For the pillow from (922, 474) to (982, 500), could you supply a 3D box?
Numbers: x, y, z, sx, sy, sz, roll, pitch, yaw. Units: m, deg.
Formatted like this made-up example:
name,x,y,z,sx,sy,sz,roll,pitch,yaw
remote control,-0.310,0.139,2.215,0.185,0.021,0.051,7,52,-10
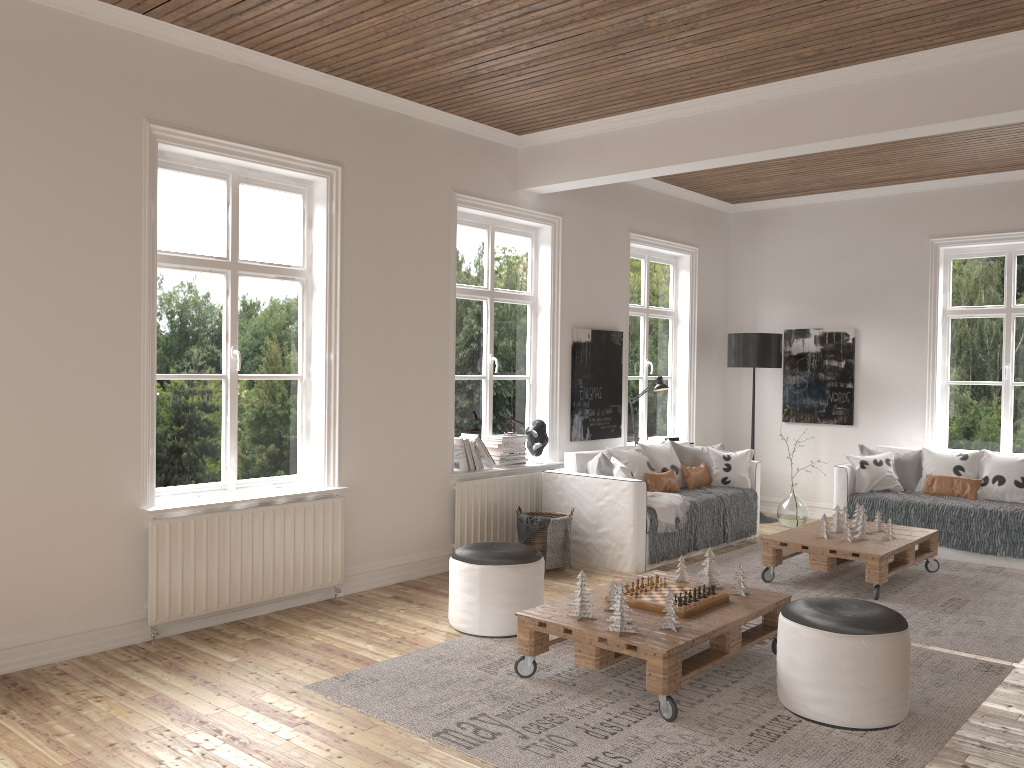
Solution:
name,x,y,z,sx,sy,sz,roll,pitch,yaw
pillow,3.451,0.816,6.967,0.420,0.179,0.127,2,1,43

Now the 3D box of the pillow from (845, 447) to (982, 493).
name,x,y,z,sx,sy,sz,roll,pitch,yaw
pillow,3.254,0.731,7.219,1.020,0.414,0.417,1,1,23

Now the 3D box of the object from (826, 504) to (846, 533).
name,x,y,z,sx,sy,sz,roll,pitch,yaw
object,2.240,0.923,6.111,0.112,0.193,0.106,0,1,-21

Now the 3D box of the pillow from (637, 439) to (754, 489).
name,x,y,z,sx,sy,sz,roll,pitch,yaw
pillow,1.518,0.695,7.418,1.081,0.450,0.403,0,1,-25

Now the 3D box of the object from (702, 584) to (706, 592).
name,x,y,z,sx,sy,sz,roll,pitch,yaw
object,0.925,0.982,4.265,0.017,0.037,0.017,0,1,-30

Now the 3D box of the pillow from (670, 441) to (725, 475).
name,x,y,z,sx,sy,sz,roll,pitch,yaw
pillow,1.582,0.702,7.609,0.546,0.437,0.292,1,1,-16

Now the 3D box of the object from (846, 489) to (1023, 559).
name,x,y,z,sx,sy,sz,roll,pitch,yaw
object,3.539,1.044,6.828,1.704,0.390,0.656,2,1,41

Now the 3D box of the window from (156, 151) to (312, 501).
name,x,y,z,sx,sy,sz,roll,pitch,yaw
window,-1.565,-0.292,5.002,0.120,1.872,1.055,2,1,41

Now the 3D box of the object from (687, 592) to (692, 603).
name,x,y,z,sx,sy,sz,roll,pitch,yaw
object,0.815,0.979,4.071,0.022,0.047,0.022,1,1,9

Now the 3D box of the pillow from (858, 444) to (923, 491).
name,x,y,z,sx,sy,sz,roll,pitch,yaw
pillow,3.163,0.726,7.407,0.541,0.431,0.282,1,1,15

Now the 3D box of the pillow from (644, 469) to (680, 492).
name,x,y,z,sx,sy,sz,roll,pitch,yaw
pillow,1.187,0.793,6.992,0.116,0.220,0.414,2,1,42

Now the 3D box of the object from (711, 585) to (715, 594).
name,x,y,z,sx,sy,sz,roll,pitch,yaw
object,0.960,0.981,4.238,0.019,0.040,0.019,1,1,-15

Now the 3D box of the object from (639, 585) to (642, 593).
name,x,y,z,sx,sy,sz,roll,pitch,yaw
object,0.616,0.978,4.243,0.017,0.037,0.017,0,1,-30

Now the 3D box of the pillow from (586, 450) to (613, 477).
name,x,y,z,sx,sy,sz,roll,pitch,yaw
pillow,0.698,0.704,6.638,0.282,0.431,0.541,1,1,15

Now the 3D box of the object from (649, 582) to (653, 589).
name,x,y,z,sx,sy,sz,roll,pitch,yaw
object,0.675,0.978,4.310,0.017,0.037,0.017,0,1,-30

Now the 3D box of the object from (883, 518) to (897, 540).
name,x,y,z,sx,sy,sz,roll,pitch,yaw
object,2.508,0.956,5.890,0.073,0.142,0.072,0,1,-42

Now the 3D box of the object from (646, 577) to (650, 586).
name,x,y,z,sx,sy,sz,roll,pitch,yaw
object,0.671,0.972,4.373,0.022,0.047,0.022,1,1,-17

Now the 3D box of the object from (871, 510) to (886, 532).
name,x,y,z,sx,sy,sz,roll,pitch,yaw
object,2.546,0.950,6.164,0.075,0.147,0.075,1,1,-17

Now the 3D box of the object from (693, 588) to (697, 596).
name,x,y,z,sx,sy,sz,roll,pitch,yaw
object,0.866,0.982,4.197,0.017,0.037,0.017,0,1,-30

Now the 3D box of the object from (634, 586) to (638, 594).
name,x,y,z,sx,sy,sz,roll,pitch,yaw
object,0.590,0.979,4.211,0.017,0.037,0.017,0,1,-30

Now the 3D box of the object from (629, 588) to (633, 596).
name,x,y,z,sx,sy,sz,roll,pitch,yaw
object,0.560,0.979,4.176,0.017,0.037,0.017,0,1,-30

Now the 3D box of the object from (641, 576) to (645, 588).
name,x,y,z,sx,sy,sz,roll,pitch,yaw
object,0.638,0.968,4.338,0.025,0.055,0.025,1,1,-17

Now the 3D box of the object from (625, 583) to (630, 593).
name,x,y,z,sx,sy,sz,roll,pitch,yaw
object,0.553,0.974,4.238,0.026,0.044,0.026,1,1,-4

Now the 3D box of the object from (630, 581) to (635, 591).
name,x,y,z,sx,sy,sz,roll,pitch,yaw
object,0.581,0.972,4.271,0.022,0.047,0.022,1,1,-17

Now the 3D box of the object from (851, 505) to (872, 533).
name,x,y,z,sx,sy,sz,roll,pitch,yaw
object,2.405,0.925,6.085,0.113,0.195,0.107,0,1,-43

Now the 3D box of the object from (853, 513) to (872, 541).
name,x,y,z,sx,sy,sz,roll,pitch,yaw
object,2.314,0.936,5.857,0.097,0.178,0.103,1,1,4

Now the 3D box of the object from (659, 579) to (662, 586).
name,x,y,z,sx,sy,sz,roll,pitch,yaw
object,0.734,0.978,4.375,0.017,0.037,0.017,0,1,-30

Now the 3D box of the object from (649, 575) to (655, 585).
name,x,y,z,sx,sy,sz,roll,pitch,yaw
object,0.696,0.973,4.403,0.026,0.044,0.026,1,1,-4

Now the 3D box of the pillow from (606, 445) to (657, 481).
name,x,y,z,sx,sy,sz,roll,pitch,yaw
pillow,0.886,0.706,6.728,0.417,0.414,1.020,1,1,23

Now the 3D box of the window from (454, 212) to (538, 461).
name,x,y,z,sx,sy,sz,roll,pitch,yaw
window,-0.148,-0.300,6.644,0.120,1.872,1.055,2,1,41

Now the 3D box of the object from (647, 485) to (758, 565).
name,x,y,z,sx,sy,sz,roll,pitch,yaw
object,1.292,1.050,6.992,0.651,0.423,1.680,2,1,41

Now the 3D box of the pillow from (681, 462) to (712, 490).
name,x,y,z,sx,sy,sz,roll,pitch,yaw
pillow,1.537,0.767,7.358,0.117,0.235,0.414,2,1,40

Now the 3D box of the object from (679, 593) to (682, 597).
name,x,y,z,sx,sy,sz,roll,pitch,yaw
object,0.780,0.983,4.102,0.017,0.037,0.017,0,1,-30

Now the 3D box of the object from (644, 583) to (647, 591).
name,x,y,z,sx,sy,sz,roll,pitch,yaw
object,0.644,0.978,4.276,0.017,0.037,0.017,0,1,-30

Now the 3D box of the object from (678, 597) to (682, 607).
name,x,y,z,sx,sy,sz,roll,pitch,yaw
object,0.758,0.983,4.003,0.019,0.040,0.019,2,1,37

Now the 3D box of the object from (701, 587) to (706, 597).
name,x,y,z,sx,sy,sz,roll,pitch,yaw
object,0.903,0.978,4.173,0.022,0.047,0.022,1,1,-17

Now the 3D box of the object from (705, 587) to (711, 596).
name,x,y,z,sx,sy,sz,roll,pitch,yaw
object,0.929,0.980,4.205,0.026,0.044,0.026,1,1,-4

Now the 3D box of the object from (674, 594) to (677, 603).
name,x,y,z,sx,sy,sz,roll,pitch,yaw
object,0.750,0.983,4.067,0.017,0.037,0.017,0,1,-30

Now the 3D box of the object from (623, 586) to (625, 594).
name,x,y,z,sx,sy,sz,roll,pitch,yaw
object,0.524,0.976,4.205,0.019,0.040,0.019,2,1,37

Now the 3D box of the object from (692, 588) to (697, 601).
name,x,y,z,sx,sy,sz,roll,pitch,yaw
object,0.846,0.973,4.105,0.025,0.058,0.025,1,1,-4

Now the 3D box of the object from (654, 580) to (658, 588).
name,x,y,z,sx,sy,sz,roll,pitch,yaw
object,0.704,0.978,4.342,0.017,0.037,0.017,0,1,-30

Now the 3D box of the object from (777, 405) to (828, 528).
name,x,y,z,sx,sy,sz,roll,pitch,yaw
object,2.651,0.744,8.091,0.515,1.117,0.275,0,1,-33

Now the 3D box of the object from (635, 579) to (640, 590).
name,x,y,z,sx,sy,sz,roll,pitch,yaw
object,0.610,0.967,4.303,0.025,0.058,0.025,1,1,-4

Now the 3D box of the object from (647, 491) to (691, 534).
name,x,y,z,sx,sy,sz,roll,pitch,yaw
object,0.998,0.917,6.662,0.729,0.255,0.588,2,1,45

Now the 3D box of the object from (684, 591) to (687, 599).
name,x,y,z,sx,sy,sz,roll,pitch,yaw
object,0.809,0.983,4.131,0.017,0.037,0.017,0,1,-30

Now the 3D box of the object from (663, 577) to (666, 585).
name,x,y,z,sx,sy,sz,roll,pitch,yaw
object,0.759,0.978,4.407,0.017,0.037,0.017,0,1,-30

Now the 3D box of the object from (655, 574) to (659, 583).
name,x,y,z,sx,sy,sz,roll,pitch,yaw
object,0.726,0.975,4.436,0.019,0.040,0.019,1,1,-15

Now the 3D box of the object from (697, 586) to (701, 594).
name,x,y,z,sx,sy,sz,roll,pitch,yaw
object,0.894,0.982,4.231,0.017,0.037,0.017,0,1,-30

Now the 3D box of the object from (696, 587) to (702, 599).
name,x,y,z,sx,sy,sz,roll,pitch,yaw
object,0.873,0.974,4.138,0.025,0.055,0.025,1,1,-17

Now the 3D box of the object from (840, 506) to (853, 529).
name,x,y,z,sx,sy,sz,roll,pitch,yaw
object,2.347,0.937,6.249,0.090,0.164,0.095,0,1,-42

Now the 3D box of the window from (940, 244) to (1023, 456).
name,x,y,z,sx,sy,sz,roll,pitch,yaw
window,4.240,-0.254,7.589,1.055,1.872,0.120,2,1,41

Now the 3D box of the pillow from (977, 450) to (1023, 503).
name,x,y,z,sx,sy,sz,roll,pitch,yaw
pillow,3.944,0.744,6.588,0.403,0.450,1.081,0,1,-25

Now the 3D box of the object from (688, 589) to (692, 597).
name,x,y,z,sx,sy,sz,roll,pitch,yaw
object,0.837,0.982,4.165,0.017,0.037,0.017,0,1,-30

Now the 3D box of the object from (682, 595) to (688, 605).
name,x,y,z,sx,sy,sz,roll,pitch,yaw
object,0.785,0.981,4.038,0.026,0.044,0.026,1,1,-4

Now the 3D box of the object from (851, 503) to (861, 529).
name,x,y,z,sx,sy,sz,roll,pitch,yaw
object,2.457,0.932,6.290,0.090,0.176,0.090,1,1,3

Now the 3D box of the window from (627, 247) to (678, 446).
name,x,y,z,sx,sy,sz,roll,pitch,yaw
window,1.268,-0.309,8.284,0.120,1.872,1.055,2,1,41
